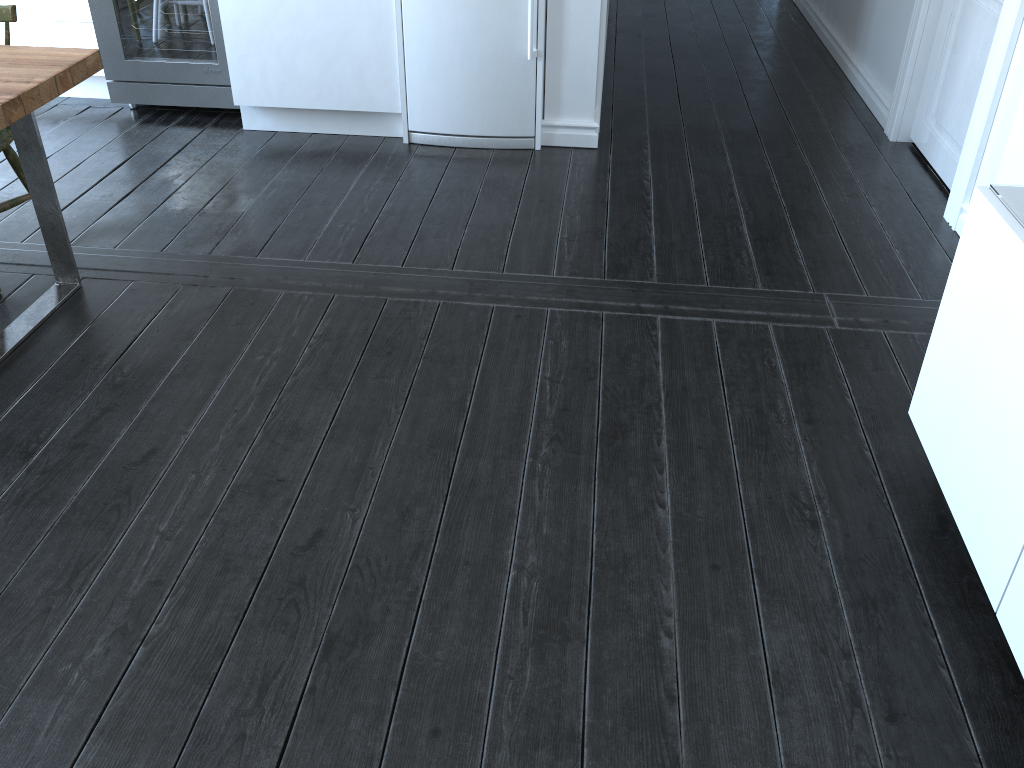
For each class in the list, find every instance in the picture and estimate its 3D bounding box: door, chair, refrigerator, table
[{"bbox_3d":[1.776,-1.876,3.114,0.116,2.346,1.098,4,33,5],"label":"door"},{"bbox_3d":[-1.825,-0.773,2.858,0.467,0.784,0.512,3,33,4],"label":"chair"},{"bbox_3d":[-0.143,-1.977,3.790,0.577,1.708,0.718,4,33,5],"label":"refrigerator"},{"bbox_3d":[-2.454,-0.539,2.604,2.228,0.680,1.073,4,34,5],"label":"table"}]

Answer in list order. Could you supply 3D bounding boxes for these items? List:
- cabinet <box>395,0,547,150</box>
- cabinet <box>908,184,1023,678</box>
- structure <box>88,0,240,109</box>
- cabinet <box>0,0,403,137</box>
[{"bbox_3d":[-1.650,-2.416,3.927,3.796,2.249,0.821,7,33,9],"label":"cabinet"},{"bbox_3d":[1.161,0.251,1.507,0.590,0.697,1.266,4,34,5],"label":"cabinet"},{"bbox_3d":[-1.568,-1.886,4.287,0.701,0.966,0.761,4,33,5],"label":"structure"},{"bbox_3d":[-1.969,-1.831,4.372,3.194,0.773,0.766,9,35,12],"label":"cabinet"}]
